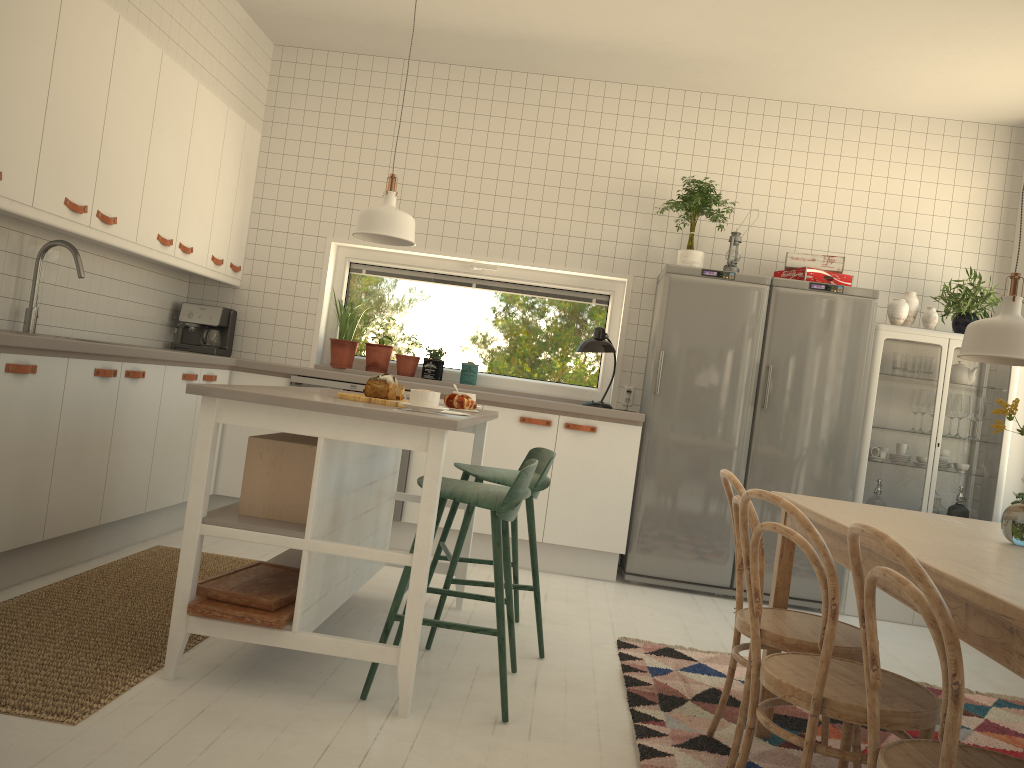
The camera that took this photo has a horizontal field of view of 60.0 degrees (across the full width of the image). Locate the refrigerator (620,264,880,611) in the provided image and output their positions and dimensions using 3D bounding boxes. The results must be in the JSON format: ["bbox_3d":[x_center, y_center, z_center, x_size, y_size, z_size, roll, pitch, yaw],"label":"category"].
[{"bbox_3d":[1.307,0.303,5.027,1.146,1.778,0.559,8,-1,4],"label":"refrigerator"}]

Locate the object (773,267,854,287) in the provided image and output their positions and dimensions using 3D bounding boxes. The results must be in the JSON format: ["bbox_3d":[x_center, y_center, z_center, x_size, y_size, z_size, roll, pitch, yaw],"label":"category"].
[{"bbox_3d":[1.696,-0.583,5.013,0.309,0.082,0.312,8,0,-16],"label":"object"}]

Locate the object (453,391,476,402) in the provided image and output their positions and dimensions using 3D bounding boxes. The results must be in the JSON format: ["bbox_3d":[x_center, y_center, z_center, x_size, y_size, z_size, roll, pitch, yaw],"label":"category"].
[{"bbox_3d":[-0.196,0.066,3.587,0.094,0.060,0.098,8,0,1],"label":"object"}]

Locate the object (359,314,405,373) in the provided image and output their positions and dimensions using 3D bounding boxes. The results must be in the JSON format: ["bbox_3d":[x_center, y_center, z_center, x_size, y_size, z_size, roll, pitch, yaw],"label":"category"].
[{"bbox_3d":[-0.822,-0.252,5.530,0.258,0.370,0.234,8,-1,16],"label":"object"}]

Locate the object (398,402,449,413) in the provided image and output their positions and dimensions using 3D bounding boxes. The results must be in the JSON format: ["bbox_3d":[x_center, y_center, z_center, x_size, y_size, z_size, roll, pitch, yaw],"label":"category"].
[{"bbox_3d":[-0.278,0.078,2.784,0.160,0.020,0.160,8,0,-30],"label":"object"}]

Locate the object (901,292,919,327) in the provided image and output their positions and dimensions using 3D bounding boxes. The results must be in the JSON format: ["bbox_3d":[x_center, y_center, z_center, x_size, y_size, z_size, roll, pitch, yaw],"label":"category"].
[{"bbox_3d":[2.199,-0.407,4.923,0.102,0.206,0.102,8,-1,-12],"label":"object"}]

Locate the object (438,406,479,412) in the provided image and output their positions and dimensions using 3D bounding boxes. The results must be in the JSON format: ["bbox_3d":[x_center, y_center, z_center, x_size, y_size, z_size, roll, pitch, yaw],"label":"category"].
[{"bbox_3d":[-0.209,0.097,3.405,0.167,0.005,0.167,8,0,0],"label":"object"}]

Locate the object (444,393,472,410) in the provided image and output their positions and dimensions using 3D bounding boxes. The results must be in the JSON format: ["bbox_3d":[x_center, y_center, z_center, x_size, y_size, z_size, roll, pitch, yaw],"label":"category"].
[{"bbox_3d":[-0.218,0.066,3.398,0.131,0.060,0.070,7,-1,42],"label":"object"}]

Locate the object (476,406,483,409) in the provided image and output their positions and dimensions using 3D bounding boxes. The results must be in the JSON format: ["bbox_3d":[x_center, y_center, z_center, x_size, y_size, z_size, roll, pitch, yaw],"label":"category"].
[{"bbox_3d":[-0.199,0.092,3.584,0.160,0.020,0.160,8,0,0],"label":"object"}]

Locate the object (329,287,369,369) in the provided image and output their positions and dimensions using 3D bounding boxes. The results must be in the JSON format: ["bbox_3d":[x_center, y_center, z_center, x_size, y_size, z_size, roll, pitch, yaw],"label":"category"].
[{"bbox_3d":[-1.021,-0.342,5.530,0.300,0.499,0.333,8,-1,-13],"label":"object"}]

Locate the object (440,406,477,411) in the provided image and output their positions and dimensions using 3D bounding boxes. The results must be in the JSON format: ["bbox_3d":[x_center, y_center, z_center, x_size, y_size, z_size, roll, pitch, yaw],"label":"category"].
[{"bbox_3d":[-0.209,0.094,3.410,0.122,0.005,0.120,8,0,22],"label":"object"}]

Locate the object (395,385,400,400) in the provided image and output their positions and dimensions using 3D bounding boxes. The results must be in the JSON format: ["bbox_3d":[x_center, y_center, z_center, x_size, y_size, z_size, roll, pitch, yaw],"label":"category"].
[{"bbox_3d":[-0.417,0.024,3.070,0.083,0.055,0.073,8,0,11],"label":"object"}]

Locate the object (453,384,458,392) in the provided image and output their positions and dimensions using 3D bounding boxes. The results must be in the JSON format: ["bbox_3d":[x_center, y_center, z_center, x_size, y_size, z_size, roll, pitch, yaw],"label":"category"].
[{"bbox_3d":[-0.211,0.047,3.601,0.102,0.086,0.028,7,-1,45],"label":"object"}]

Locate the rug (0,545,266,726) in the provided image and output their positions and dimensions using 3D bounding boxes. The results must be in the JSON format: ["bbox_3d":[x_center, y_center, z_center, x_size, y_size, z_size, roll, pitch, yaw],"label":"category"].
[{"bbox_3d":[-1.388,0.810,3.221,0.750,0.004,2.000,8,0,4],"label":"rug"}]

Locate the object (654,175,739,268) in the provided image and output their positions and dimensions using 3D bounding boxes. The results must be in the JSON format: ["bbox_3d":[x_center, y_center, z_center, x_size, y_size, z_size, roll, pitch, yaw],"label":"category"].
[{"bbox_3d":[1.036,-0.906,4.976,0.474,0.545,0.468,8,-1,18],"label":"object"}]

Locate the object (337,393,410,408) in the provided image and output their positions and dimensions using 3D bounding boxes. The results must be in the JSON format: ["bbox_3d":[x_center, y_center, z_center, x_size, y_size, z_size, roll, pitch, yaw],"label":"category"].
[{"bbox_3d":[-0.434,0.058,3.030,0.237,0.019,0.306,8,0,20],"label":"object"}]

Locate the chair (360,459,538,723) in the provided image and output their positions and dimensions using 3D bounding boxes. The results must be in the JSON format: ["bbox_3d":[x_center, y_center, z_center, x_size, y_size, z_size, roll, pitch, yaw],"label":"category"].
[{"bbox_3d":[-0.167,0.593,2.845,0.446,0.752,0.485,8,-1,3],"label":"chair"}]

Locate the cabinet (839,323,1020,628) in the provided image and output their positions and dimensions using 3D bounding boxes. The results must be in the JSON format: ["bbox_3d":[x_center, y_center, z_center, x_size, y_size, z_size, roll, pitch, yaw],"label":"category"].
[{"bbox_3d":[2.268,0.510,4.967,0.789,1.593,0.453,8,-1,4],"label":"cabinet"}]

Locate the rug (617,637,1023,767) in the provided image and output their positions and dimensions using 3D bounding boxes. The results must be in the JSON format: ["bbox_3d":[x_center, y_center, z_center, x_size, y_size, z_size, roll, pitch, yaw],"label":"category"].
[{"bbox_3d":[1.199,1.143,2.162,1.749,0.035,3.024,8,0,4],"label":"rug"}]

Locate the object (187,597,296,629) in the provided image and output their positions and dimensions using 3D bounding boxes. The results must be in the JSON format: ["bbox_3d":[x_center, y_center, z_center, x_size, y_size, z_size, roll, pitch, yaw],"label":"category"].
[{"bbox_3d":[-0.777,0.666,2.743,0.281,0.030,0.430,8,0,4],"label":"object"}]

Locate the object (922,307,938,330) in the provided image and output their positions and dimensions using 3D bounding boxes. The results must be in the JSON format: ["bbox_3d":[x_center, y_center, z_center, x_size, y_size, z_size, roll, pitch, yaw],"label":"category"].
[{"bbox_3d":[2.288,-0.355,4.853,0.082,0.126,0.082,8,-1,-24],"label":"object"}]

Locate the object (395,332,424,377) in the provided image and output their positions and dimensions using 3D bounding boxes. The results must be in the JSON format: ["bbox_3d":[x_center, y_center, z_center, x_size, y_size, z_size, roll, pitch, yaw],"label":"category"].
[{"bbox_3d":[-0.630,-0.177,5.493,0.194,0.277,0.177,8,-1,-29],"label":"object"}]

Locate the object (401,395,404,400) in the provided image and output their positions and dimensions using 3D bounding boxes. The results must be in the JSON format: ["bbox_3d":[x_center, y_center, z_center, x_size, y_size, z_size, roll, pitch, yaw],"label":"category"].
[{"bbox_3d":[-0.420,0.043,3.100,0.077,0.017,0.068,8,0,12],"label":"object"}]

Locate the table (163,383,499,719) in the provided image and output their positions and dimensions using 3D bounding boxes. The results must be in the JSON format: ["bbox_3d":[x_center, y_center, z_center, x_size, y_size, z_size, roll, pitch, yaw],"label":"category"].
[{"bbox_3d":[-0.555,0.488,3.230,0.794,0.864,1.423,8,0,4],"label":"table"}]

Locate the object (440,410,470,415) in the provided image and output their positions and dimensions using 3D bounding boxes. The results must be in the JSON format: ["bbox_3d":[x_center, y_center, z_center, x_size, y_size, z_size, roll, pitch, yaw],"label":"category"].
[{"bbox_3d":[-0.222,0.093,2.945,0.167,0.005,0.167,8,0,0],"label":"object"}]

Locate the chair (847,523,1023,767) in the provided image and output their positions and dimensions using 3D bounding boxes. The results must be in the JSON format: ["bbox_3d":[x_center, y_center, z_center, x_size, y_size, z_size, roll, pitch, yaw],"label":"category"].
[{"bbox_3d":[0.777,0.670,1.498,0.483,0.811,0.385,8,-1,1],"label":"chair"}]

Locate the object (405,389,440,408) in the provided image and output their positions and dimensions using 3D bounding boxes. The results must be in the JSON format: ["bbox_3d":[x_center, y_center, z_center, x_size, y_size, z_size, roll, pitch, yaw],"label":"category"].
[{"bbox_3d":[-0.276,0.049,2.783,0.098,0.064,0.094,8,0,-38],"label":"object"}]

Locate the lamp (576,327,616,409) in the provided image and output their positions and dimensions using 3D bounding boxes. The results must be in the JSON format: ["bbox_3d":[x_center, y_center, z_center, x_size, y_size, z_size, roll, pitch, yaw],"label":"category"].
[{"bbox_3d":[0.486,-0.102,5.189,0.239,0.465,0.262,7,-1,33],"label":"lamp"}]

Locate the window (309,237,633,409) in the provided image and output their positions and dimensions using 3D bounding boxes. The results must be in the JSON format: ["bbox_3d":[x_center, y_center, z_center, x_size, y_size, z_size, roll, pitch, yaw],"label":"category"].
[{"bbox_3d":[-0.251,-0.374,5.551,1.898,0.816,0.293,8,-1,4],"label":"window"}]

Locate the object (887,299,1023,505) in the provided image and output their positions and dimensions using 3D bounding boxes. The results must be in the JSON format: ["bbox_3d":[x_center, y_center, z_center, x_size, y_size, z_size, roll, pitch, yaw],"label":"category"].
[{"bbox_3d":[2.401,0.186,4.628,0.943,1.208,0.261,8,-1,20],"label":"object"}]

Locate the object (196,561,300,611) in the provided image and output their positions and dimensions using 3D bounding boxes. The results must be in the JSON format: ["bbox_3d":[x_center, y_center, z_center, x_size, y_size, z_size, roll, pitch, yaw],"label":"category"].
[{"bbox_3d":[-0.785,0.635,2.820,0.281,0.030,0.430,8,0,12],"label":"object"}]

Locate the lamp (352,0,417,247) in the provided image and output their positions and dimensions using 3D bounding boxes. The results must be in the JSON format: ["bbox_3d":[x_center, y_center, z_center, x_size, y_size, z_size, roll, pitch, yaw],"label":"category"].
[{"bbox_3d":[-0.360,-1.256,3.200,0.229,1.491,0.229,8,-1,4],"label":"lamp"}]

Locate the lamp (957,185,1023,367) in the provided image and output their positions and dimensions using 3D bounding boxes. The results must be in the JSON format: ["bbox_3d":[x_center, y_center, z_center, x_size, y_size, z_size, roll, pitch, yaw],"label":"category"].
[{"bbox_3d":[1.425,-0.851,2.383,0.229,1.596,0.230,8,-1,-41],"label":"lamp"}]

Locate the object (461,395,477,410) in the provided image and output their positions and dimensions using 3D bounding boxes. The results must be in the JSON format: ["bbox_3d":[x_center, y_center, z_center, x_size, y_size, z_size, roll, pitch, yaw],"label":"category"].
[{"bbox_3d":[-0.173,0.072,3.427,0.060,0.059,0.074,8,0,-27],"label":"object"}]

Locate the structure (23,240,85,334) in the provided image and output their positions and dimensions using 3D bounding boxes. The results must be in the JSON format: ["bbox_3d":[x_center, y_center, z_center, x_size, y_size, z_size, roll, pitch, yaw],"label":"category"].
[{"bbox_3d":[-1.984,-0.418,3.854,0.236,0.421,0.063,8,-1,11],"label":"structure"}]

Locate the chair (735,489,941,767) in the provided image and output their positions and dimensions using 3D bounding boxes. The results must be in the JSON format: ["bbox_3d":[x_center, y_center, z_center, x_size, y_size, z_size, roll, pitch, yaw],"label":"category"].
[{"bbox_3d":[0.718,0.664,2.006,0.483,0.811,0.385,8,-1,-14],"label":"chair"}]

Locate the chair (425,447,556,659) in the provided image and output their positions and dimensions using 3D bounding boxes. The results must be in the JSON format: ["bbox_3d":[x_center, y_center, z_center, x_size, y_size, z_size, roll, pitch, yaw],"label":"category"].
[{"bbox_3d":[-0.091,0.606,3.459,0.446,0.752,0.485,8,-1,-11],"label":"chair"}]

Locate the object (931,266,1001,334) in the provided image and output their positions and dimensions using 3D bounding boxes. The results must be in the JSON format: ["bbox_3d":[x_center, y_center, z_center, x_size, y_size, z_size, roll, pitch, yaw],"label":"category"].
[{"bbox_3d":[2.538,-0.449,4.956,0.371,0.385,0.372,8,-1,23],"label":"object"}]

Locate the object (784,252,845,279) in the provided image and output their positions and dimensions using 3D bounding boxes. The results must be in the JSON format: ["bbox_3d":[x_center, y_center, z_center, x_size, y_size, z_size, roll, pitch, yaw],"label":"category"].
[{"bbox_3d":[1.705,-0.666,5.017,0.312,0.082,0.308,8,0,16],"label":"object"}]

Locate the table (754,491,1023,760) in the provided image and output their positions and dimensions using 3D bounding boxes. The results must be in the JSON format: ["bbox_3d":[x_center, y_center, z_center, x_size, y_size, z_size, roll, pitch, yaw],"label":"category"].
[{"bbox_3d":[1.174,0.765,1.948,0.894,0.749,1.797,8,0,4],"label":"table"}]

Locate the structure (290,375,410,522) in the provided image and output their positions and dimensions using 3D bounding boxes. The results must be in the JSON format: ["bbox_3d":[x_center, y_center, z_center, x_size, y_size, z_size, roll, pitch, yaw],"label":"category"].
[{"bbox_3d":[-0.893,0.356,5.177,0.706,0.710,0.704,8,0,4],"label":"structure"}]

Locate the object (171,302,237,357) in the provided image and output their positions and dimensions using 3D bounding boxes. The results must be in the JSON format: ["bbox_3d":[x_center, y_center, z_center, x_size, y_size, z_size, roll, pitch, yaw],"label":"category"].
[{"bbox_3d":[-1.875,-0.332,5.336,0.316,0.292,0.279,8,0,5],"label":"object"}]

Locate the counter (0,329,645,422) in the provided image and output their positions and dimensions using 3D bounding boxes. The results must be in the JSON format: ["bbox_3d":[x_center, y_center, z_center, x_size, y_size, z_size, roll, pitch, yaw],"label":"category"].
[{"bbox_3d":[-0.830,0.028,3.016,2.856,0.163,4.844,8,0,4],"label":"counter"}]

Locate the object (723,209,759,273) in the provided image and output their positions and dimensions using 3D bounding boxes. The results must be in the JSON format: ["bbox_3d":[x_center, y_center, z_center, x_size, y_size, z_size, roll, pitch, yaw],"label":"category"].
[{"bbox_3d":[1.272,-0.792,4.964,0.163,0.383,0.154,7,-1,27],"label":"object"}]

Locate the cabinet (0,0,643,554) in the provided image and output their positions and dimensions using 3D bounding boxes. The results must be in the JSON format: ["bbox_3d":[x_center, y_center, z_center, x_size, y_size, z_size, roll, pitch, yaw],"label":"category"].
[{"bbox_3d":[-0.778,-0.367,3.020,2.853,2.160,4.844,8,0,4],"label":"cabinet"}]

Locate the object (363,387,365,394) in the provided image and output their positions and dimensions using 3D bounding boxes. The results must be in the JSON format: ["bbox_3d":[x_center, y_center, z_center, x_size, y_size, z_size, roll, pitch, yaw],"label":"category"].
[{"bbox_3d":[-0.468,0.011,3.049,0.079,0.067,0.074,8,0,6],"label":"object"}]

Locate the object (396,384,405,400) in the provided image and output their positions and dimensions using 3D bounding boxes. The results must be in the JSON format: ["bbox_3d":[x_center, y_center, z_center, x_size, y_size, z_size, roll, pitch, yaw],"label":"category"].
[{"bbox_3d":[-0.411,0.023,3.042,0.083,0.057,0.072,8,0,10],"label":"object"}]

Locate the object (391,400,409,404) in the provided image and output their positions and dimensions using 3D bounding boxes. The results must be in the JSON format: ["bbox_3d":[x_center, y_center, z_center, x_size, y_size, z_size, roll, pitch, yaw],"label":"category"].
[{"bbox_3d":[-0.334,0.062,2.801,0.028,0.011,0.132,7,0,43],"label":"object"}]

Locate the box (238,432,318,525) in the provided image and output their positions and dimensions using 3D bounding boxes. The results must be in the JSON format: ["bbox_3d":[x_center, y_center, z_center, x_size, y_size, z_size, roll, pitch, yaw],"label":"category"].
[{"bbox_3d":[-0.693,0.298,2.881,0.237,0.242,0.357,8,0,5],"label":"box"}]

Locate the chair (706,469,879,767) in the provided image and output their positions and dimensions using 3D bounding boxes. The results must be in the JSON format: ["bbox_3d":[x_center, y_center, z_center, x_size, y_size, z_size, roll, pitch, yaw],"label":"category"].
[{"bbox_3d":[0.784,0.675,2.512,0.483,0.811,0.385,8,-1,6],"label":"chair"}]

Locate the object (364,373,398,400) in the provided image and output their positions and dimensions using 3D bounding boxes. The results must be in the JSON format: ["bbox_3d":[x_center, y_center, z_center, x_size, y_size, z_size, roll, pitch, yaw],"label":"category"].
[{"bbox_3d":[-0.436,0.005,2.964,0.086,0.087,0.090,8,0,11],"label":"object"}]

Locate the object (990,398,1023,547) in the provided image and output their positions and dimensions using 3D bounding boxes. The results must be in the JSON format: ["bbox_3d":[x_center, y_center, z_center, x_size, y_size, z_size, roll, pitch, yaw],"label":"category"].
[{"bbox_3d":[1.299,0.209,2.194,0.144,0.389,0.206,8,-1,-34],"label":"object"}]
